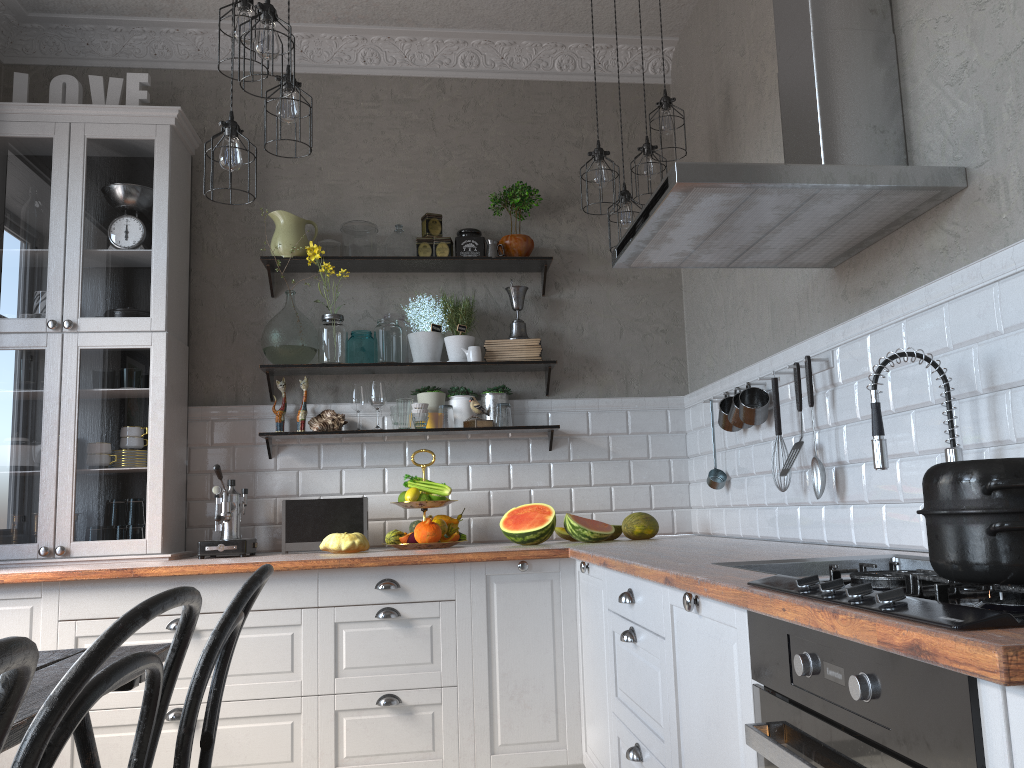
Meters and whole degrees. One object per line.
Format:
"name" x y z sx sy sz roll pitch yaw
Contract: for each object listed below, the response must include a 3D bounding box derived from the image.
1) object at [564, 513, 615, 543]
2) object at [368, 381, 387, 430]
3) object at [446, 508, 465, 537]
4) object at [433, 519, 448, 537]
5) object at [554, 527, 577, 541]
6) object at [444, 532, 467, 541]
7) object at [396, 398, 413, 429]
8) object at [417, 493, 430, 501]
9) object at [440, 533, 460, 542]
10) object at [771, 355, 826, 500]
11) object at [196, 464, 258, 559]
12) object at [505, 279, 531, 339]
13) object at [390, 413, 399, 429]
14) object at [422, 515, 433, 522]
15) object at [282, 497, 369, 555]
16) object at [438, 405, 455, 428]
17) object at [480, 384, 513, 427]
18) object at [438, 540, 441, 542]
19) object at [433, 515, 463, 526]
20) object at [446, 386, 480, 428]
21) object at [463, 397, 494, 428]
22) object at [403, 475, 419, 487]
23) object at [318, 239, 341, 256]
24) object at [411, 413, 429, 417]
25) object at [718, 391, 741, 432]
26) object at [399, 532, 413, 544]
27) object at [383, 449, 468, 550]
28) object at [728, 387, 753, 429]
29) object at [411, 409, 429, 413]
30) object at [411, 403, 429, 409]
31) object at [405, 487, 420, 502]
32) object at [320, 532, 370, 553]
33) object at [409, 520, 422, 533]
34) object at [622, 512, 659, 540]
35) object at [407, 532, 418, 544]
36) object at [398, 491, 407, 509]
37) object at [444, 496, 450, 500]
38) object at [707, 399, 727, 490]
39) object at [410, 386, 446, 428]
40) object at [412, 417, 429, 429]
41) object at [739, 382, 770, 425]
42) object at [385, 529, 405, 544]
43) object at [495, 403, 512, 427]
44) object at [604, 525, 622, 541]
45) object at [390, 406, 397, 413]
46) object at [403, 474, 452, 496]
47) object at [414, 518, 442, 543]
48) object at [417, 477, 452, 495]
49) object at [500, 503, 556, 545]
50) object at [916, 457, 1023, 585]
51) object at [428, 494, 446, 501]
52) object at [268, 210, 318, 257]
"object" 0.329 0.594 3.656 0.228 0.127 0.146 2 -9 -24
"object" -0.598 0.098 3.939 0.083 0.217 0.080 1 -9 -21
"object" -0.250 0.595 3.815 0.060 0.120 0.127 -4 -9 17
"object" -0.316 0.609 3.738 0.088 0.078 0.089 -5 -9 19
"object" 0.284 0.663 3.914 0.199 0.067 0.103 -2 -8 -1
"object" -0.293 0.661 3.849 0.213 0.044 0.055 -7 -10 30
"object" -0.481 0.139 3.983 0.080 0.139 0.077 4 -10 -34
"object" -0.378 0.492 3.741 0.064 0.061 0.066 -1 -8 -7
"object" -0.264 0.652 3.731 0.088 0.051 0.069 -9 -11 40
"object" 0.892 0.148 2.822 0.081 0.443 0.327 -1 -8 -5
"object" -1.172 0.524 3.631 0.207 0.370 0.351 -1 -8 -6
"object" 0.027 -0.337 4.175 0.132 0.287 0.129 1 -9 -22
"object" -0.518 0.178 4.048 0.077 0.083 0.078 -4 -8 11
"object" -0.359 0.616 3.847 0.086 0.093 0.086 0 -8 -11
"object" -0.791 0.600 3.760 0.353 0.226 0.087 -1 -8 -8
"object" -0.299 0.152 4.017 0.078 0.108 0.077 0 -8 -13
"object" -0.069 0.112 4.145 0.160 0.213 0.152 -1 -8 -9
"object" -0.334 0.660 3.726 0.071 0.065 0.069 -4 -8 14
"object" -0.278 0.591 3.819 0.128 0.056 0.059 0 -8 -15
"object" -0.232 0.112 4.114 0.171 0.214 0.149 -5 -9 22
"object" -0.149 0.132 4.033 0.121 0.147 0.098 5 -10 -39
"object" -0.429 0.412 3.780 0.074 0.058 0.050 3 -9 -30
"object" -0.844 -0.605 4.095 0.104 0.111 0.102 -1 -8 -7
"object" -0.409 0.158 3.946 0.078 0.051 0.076 0 -8 -14
"object" 0.860 0.106 3.457 0.108 0.161 0.137 -3 -8 5
"object" -0.441 0.653 3.747 0.084 0.057 0.089 -6 -9 25
"object" -0.376 0.491 3.797 0.357 0.425 0.346 1 -9 -22
"object" 0.873 0.088 3.331 0.109 0.161 0.136 -1 -8 -5
"object" -0.409 0.141 3.948 0.076 0.051 0.078 -4 -8 12
"object" -0.410 0.115 3.952 0.078 0.051 0.076 1 -9 -21
"object" -0.418 0.469 3.724 0.059 0.069 0.079 -4 -8 13
"object" -0.672 0.639 3.566 0.198 0.083 0.188 -1 -8 -7
"object" -0.391 0.628 3.848 0.078 0.076 0.156 -5 -9 20
"object" 0.552 0.611 3.811 0.208 0.119 0.129 6 -11 -44
"object" -0.427 0.664 3.763 0.071 0.076 0.225 2 -9 -24
"object" -0.440 0.496 3.793 0.097 0.078 0.100 1 -9 -20
"object" -0.288 0.499 3.818 0.052 0.050 0.049 -2 -8 2
"object" 0.845 0.251 3.698 0.077 0.378 0.082 -1 -8 -7
"object" -0.387 0.110 4.084 0.159 0.216 0.153 2 -9 -27
"object" -0.408 0.175 3.944 0.078 0.051 0.076 0 -8 -14
"object" 0.876 0.069 3.205 0.107 0.161 0.138 -3 -8 10
"object" -0.484 0.656 3.778 0.075 0.072 0.154 -5 -9 23
"object" -0.038 0.144 4.028 0.078 0.108 0.077 0 -8 -13
"object" 0.412 0.644 3.837 0.204 0.073 0.117 6 -11 -43
"object" -0.519 0.145 4.053 0.077 0.083 0.078 -4 -8 11
"object" -0.361 0.431 3.781 0.211 0.101 0.067 -2 -8 -2
"object" -0.348 0.609 3.657 0.115 0.110 0.109 5 -11 -39
"object" -0.339 0.451 3.851 0.179 0.096 0.089 -4 -8 12
"object" 0.066 0.582 3.672 0.233 0.174 0.220 -4 -8 15
"object" 0.605 0.168 1.099 0.193 0.147 0.189 2 -9 -27
"object" -0.326 0.498 3.782 0.077 0.062 0.098 3 -10 -33
"object" -0.999 -0.663 4.024 0.190 0.216 0.174 -3 -8 7
